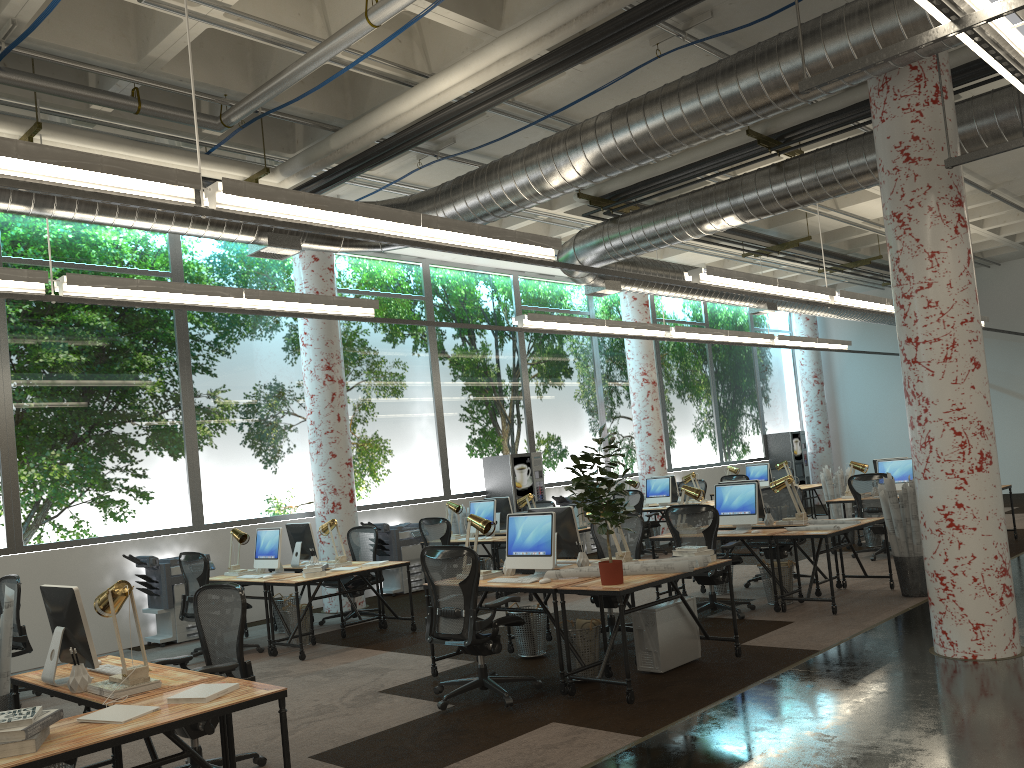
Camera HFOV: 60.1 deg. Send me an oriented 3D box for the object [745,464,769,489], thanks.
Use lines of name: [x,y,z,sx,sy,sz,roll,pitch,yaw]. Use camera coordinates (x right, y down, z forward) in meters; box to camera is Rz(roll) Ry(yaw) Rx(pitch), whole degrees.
object: [4.649,1.765,16.737,0.486,0.484,0.189,-9,-5,44]

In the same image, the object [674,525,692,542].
object: [1.514,2.493,13.254,3.405,0.436,0.368,-2,-5,-37]

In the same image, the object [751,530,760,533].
object: [2.364,1.429,8.584,0.106,0.029,0.060,0,-7,-45]

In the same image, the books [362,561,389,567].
books: [-1.421,1.867,9.201,0.200,0.024,0.235,-7,-6,17]

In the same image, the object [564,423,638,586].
object: [0.591,0.800,5.918,0.515,1.075,0.438,-8,-4,34]

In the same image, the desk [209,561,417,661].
desk: [-2.189,2.333,9.356,1.949,0.722,1.400,-11,-7,44]

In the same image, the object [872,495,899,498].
object: [4.964,1.472,11.612,0.441,0.017,0.118,-11,-8,44]

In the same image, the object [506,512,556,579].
object: [0.158,1.212,6.668,0.486,0.484,0.189,-9,-5,44]

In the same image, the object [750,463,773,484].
object: [4.829,1.801,17.299,0.486,0.484,0.189,-9,-5,44]

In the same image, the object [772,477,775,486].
object: [5.042,1.892,17.015,0.101,0.209,0.102,-6,-3,-1]

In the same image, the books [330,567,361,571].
books: [-1.690,1.875,8.982,0.244,0.019,0.205,-8,-6,21]

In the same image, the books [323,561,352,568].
books: [-1.893,1.933,9.492,0.310,0.038,0.225,-11,-8,44]

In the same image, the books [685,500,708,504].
books: [3.036,1.941,14.609,0.310,0.038,0.225,-11,-8,44]

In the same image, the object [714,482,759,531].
object: [2.285,1.247,8.968,0.486,0.484,0.189,-9,-5,44]

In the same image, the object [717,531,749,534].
object: [2.135,1.481,8.816,0.441,0.017,0.118,-11,-8,44]

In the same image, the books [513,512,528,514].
books: [0.129,1.721,10.782,0.234,0.309,0.068,-9,-4,44]

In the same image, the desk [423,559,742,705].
desk: [0.501,1.793,6.742,1.949,0.722,1.400,-11,-7,44]

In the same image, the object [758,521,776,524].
object: [2.659,1.511,9.662,0.441,0.017,0.118,-11,-8,44]

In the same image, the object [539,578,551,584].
object: [0.237,1.395,6.283,0.106,0.029,0.060,0,-7,-45]

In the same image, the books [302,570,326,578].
books: [-1.935,1.851,8.647,0.200,0.050,0.273,-4,-6,-19]

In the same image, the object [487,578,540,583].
object: [0.009,1.447,6.515,0.441,0.017,0.118,-11,-8,44]

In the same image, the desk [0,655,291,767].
desk: [-2.105,1.806,3.993,1.949,0.722,1.400,-11,-7,44]

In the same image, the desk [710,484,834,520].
desk: [4.992,2.345,16.812,1.949,0.722,1.400,-11,-7,44]

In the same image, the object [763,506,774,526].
object: [2.677,1.374,9.247,0.101,0.209,0.102,-6,-3,-1]

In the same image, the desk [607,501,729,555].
desk: [2.740,2.341,14.474,1.949,0.722,1.400,-11,-7,44]

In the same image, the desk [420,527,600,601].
desk: [-0.023,2.337,11.605,1.949,0.722,1.400,-11,-7,44]

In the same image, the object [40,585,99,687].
object: [-2.268,1.262,4.480,0.486,0.484,0.189,-9,-5,44]

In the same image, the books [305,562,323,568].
books: [-1.940,1.774,8.668,0.152,0.030,0.186,-4,-6,-18]

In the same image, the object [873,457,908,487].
object: [5.294,1.275,12.326,0.486,0.484,0.189,-9,-5,44]

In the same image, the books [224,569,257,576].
books: [-2.948,2.049,9.614,0.310,0.038,0.225,-11,-8,44]

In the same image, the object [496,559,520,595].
object: [-0.031,2.455,11.300,0.360,0.434,0.353,-9,-5,40]

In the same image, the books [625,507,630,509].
books: [1.981,2.057,14.731,0.310,0.038,0.225,-11,-8,44]

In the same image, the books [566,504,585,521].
books: [0.830,1.722,11.510,0.234,0.309,0.068,-9,-4,44]

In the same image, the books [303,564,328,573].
books: [-1.922,1.804,8.670,0.193,0.044,0.258,-6,-5,1]

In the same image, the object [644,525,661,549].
object: [2.388,2.586,15.126,0.360,0.434,0.353,-9,-5,40]

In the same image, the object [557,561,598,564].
object: [0.533,1.477,7.362,0.441,0.017,0.118,-11,-8,44]

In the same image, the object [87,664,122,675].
object: [-2.073,1.490,4.612,0.441,0.017,0.118,-11,-8,44]

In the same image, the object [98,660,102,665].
object: [-2.303,1.528,4.845,0.106,0.029,0.060,0,-7,-45]

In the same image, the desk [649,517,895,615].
desk: [2.628,1.828,9.043,1.949,0.722,1.400,-11,-7,44]

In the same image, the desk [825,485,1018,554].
desk: [5.457,1.819,11.839,1.949,0.722,1.400,-11,-7,44]

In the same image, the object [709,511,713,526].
object: [2.099,1.430,9.240,0.101,0.209,0.102,-6,-3,-1]

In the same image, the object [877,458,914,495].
object: [5.114,1.238,11.764,0.486,0.484,0.189,-9,-5,44]

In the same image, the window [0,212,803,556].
window: [-1.880,-0.082,12.947,0.050,3.753,26.178,-8,-6,44]

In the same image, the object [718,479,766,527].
object: [2.464,1.283,9.530,0.486,0.484,0.189,-9,-5,44]

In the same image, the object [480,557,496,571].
object: [-0.377,2.582,12.259,0.353,0.434,0.370,-5,-4,-11]

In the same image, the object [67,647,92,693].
object: [-2.055,1.352,4.197,0.101,0.209,0.102,-6,-3,-1]

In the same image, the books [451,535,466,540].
books: [-0.782,2.052,11.862,0.310,0.038,0.225,-11,-8,44]

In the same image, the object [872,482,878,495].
object: [4.928,1.421,12.036,0.101,0.209,0.102,-6,-3,-1]

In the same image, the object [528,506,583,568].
object: [0.338,1.249,7.229,0.486,0.484,0.189,-9,-5,44]

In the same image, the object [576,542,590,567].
object: [0.551,1.339,6.946,0.101,0.209,0.102,-6,-3,-1]

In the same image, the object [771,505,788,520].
object: [4.985,2.463,16.507,0.360,0.434,0.353,-9,-5,40]

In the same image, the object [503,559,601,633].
object: [0.294,1.704,6.690,0.851,0.931,0.104,-9,-4,39]
